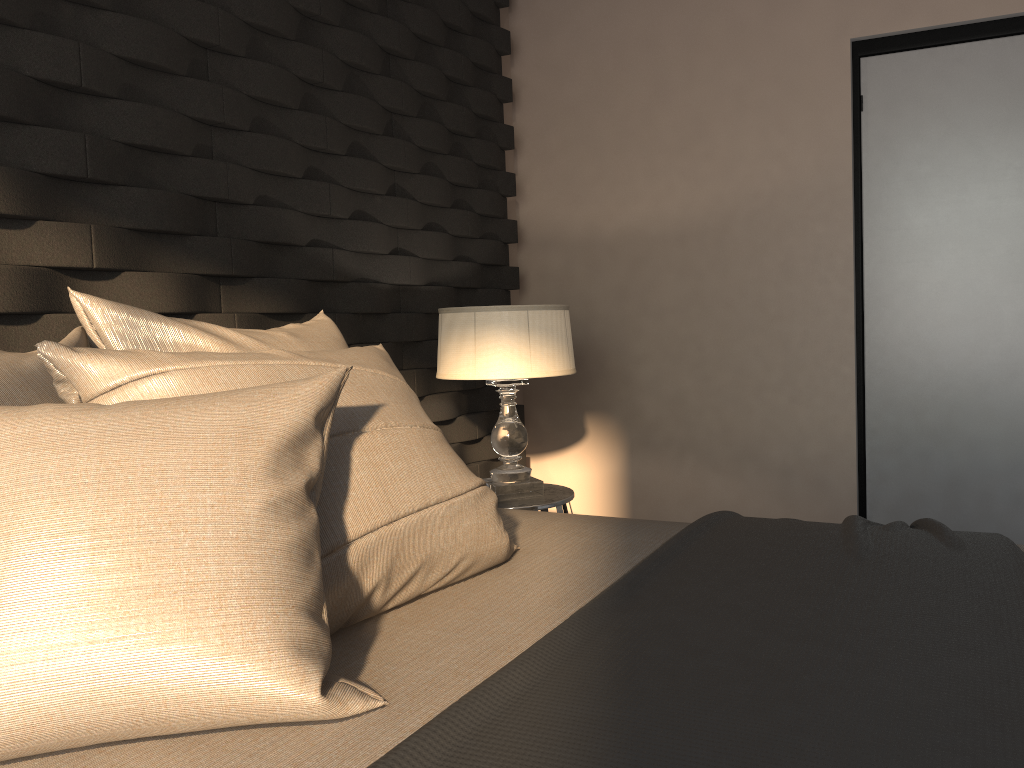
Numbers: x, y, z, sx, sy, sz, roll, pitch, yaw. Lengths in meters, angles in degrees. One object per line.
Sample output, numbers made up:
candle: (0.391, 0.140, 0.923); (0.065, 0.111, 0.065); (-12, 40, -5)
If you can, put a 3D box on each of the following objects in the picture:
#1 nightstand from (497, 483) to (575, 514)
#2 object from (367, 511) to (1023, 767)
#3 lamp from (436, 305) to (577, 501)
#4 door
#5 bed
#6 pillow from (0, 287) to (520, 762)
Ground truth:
nightstand: (-0.012, 0.608, 2.973); (0.649, 0.472, 0.593); (-4, 4, -26)
object: (0.365, 0.465, 1.112); (0.594, 0.322, 2.137); (0, 4, 27)
lamp: (-0.014, 0.059, 2.942); (0.477, 0.630, 0.454); (-3, 4, -12)
door: (1.798, -0.276, 3.274); (0.959, 2.092, 0.160); (0, 4, 25)
bed: (-0.027, 0.643, 1.299); (2.200, 0.624, 2.387); (0, 4, 26)
pillow: (-0.412, 0.091, 1.381); (0.861, 0.518, 1.313); (0, 4, 28)
